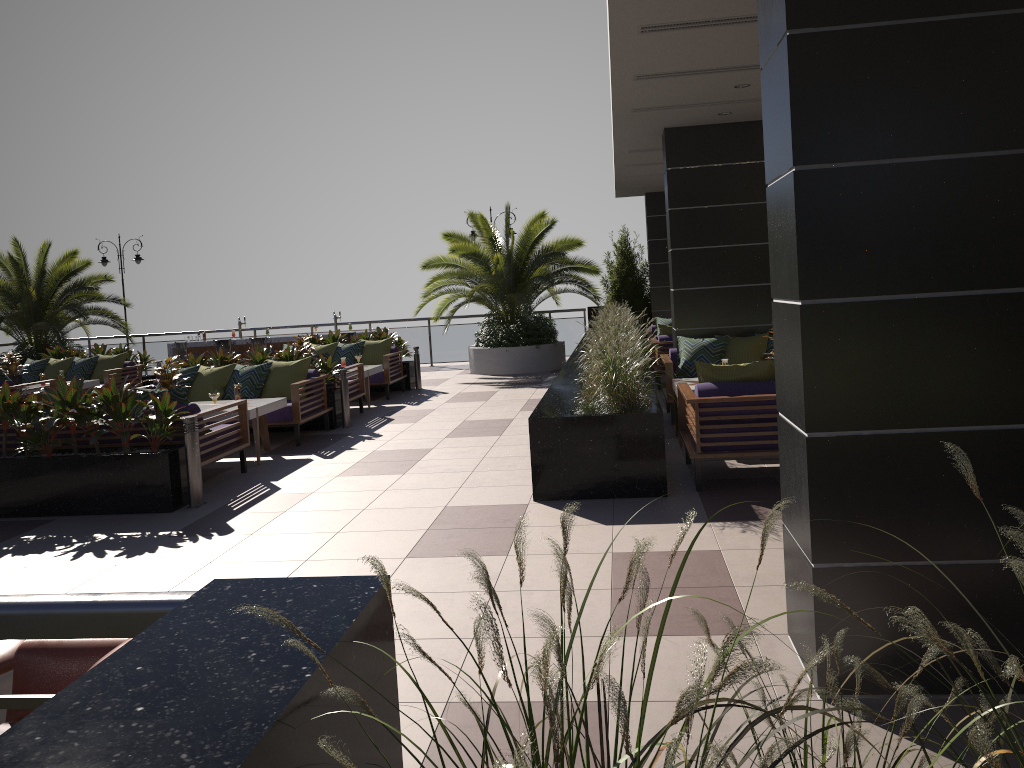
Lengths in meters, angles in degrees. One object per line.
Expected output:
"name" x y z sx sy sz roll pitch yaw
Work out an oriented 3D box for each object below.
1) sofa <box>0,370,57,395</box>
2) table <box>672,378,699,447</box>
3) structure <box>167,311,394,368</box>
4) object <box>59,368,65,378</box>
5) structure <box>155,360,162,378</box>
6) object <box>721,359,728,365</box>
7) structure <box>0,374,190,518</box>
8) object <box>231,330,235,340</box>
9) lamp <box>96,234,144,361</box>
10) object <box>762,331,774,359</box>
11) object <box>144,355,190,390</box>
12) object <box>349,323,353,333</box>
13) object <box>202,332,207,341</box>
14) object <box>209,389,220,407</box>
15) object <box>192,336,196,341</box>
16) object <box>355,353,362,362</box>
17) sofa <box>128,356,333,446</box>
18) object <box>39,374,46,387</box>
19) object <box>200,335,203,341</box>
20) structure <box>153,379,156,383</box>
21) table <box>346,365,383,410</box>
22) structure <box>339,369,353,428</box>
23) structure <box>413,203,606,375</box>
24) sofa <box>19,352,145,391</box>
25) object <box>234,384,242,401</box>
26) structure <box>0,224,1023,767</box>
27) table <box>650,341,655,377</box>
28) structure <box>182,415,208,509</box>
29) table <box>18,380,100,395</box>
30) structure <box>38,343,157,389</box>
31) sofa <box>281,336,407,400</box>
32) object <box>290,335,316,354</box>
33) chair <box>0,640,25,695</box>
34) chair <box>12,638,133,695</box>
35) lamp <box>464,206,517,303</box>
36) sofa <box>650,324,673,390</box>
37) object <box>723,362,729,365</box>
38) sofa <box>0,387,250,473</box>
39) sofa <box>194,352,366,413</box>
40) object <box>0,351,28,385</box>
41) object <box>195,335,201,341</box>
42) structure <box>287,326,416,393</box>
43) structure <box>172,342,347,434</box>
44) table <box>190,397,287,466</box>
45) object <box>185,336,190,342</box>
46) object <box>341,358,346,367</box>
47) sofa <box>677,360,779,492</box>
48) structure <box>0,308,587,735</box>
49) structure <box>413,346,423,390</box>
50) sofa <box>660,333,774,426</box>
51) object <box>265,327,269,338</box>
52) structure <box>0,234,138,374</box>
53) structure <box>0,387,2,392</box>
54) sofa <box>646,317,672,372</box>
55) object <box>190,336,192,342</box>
"sofa" -7.548 0.256 12.126 2.125 0.917 1.124 -3 5 7
"table" 2.554 0.229 8.174 2.036 0.552 0.945 -3 5 7
"structure" -4.602 -0.720 17.701 4.398 1.325 0.807 -3 4 7
"object" -6.870 -0.133 13.511 0.069 0.210 0.069 -4 3 -5
"structure" -6.006 -0.046 15.119 0.100 0.698 0.181 -3 3 7
"object" 2.066 -0.151 8.571 0.069 0.180 0.069 -4 3 -10
"structure" -3.656 0.524 7.025 2.249 1.169 0.740 -3 4 9
"object" -5.515 -0.972 17.535 0.069 0.180 0.069 -5 3 -21
"lamp" -8.622 -1.686 19.718 1.121 3.318 0.265 -3 3 7
"object" 2.521 -0.306 8.142 0.430 0.525 0.427 -2 4 19
"object" -3.444 -0.016 8.890 0.430 0.525 0.427 -2 4 24
"object" -3.143 -1.096 17.238 0.082 0.197 0.069 -1 4 44
"object" -6.113 -0.947 17.604 0.084 0.189 0.067 -2 3 32
"object" -2.875 0.148 8.563 0.105 0.196 0.106 -1 4 40
"object" -6.479 -0.881 18.067 0.105 0.208 0.105 -5 3 -18
"object" -2.255 -0.358 13.009 0.105 0.196 0.106 -1 4 40
"sofa" -3.260 0.206 10.080 2.125 0.917 1.124 -3 5 7
"object" -6.832 -0.058 12.885 0.084 0.189 0.067 -1 4 37
"object" -6.354 -0.893 18.101 0.105 0.208 0.105 -5 3 -18
"structure" -4.372 0.286 11.000 0.100 0.698 0.181 -3 3 7
"table" -2.954 0.093 12.711 2.036 0.552 0.945 -3 5 7
"structure" -2.021 0.171 10.710 0.100 0.698 0.181 -3 3 7
"structure" -0.065 -1.916 17.038 3.813 3.293 3.753 -7 6 -40
"sofa" -7.259 -0.003 14.417 2.125 0.917 1.124 -3 5 7
"object" -2.817 0.091 9.103 0.084 0.189 0.067 -1 4 37
"structure" 4.029 -0.993 6.659 7.812 3.112 24.834 -3 6 7
"table" 3.275 -0.445 14.163 2.036 0.552 0.945 -3 5 7
"structure" -2.480 0.601 6.895 0.100 0.698 0.181 -3 3 7
"table" -7.382 0.309 13.257 2.036 0.552 0.945 -3 5 7
"structure" -7.213 -0.117 15.203 2.249 1.169 0.740 -3 4 9
"sofa" -2.828 -0.220 13.871 2.125 0.917 1.124 -3 5 7
"object" -2.987 -0.440 12.649 0.424 0.525 0.432 -2 4 19
"chair" -1.809 1.085 2.935 0.578 0.479 0.581 -3 5 10
"chair" -0.985 0.960 2.044 0.713 0.814 0.718 -3 4 7
"lamp" -0.355 -2.090 18.699 1.121 3.318 0.265 -3 3 7
"sofa" 3.114 -0.480 12.856 2.125 0.917 1.124 -3 5 7
"object" 1.936 -0.093 7.957 0.069 0.210 0.069 -4 3 -10
"sofa" -3.549 0.465 7.789 2.125 0.917 1.124 -3 5 7
"sofa" -3.109 0.039 11.578 2.125 0.917 1.124 -3 5 7
"object" -7.464 -0.220 13.191 0.430 0.525 0.426 -1 5 34
"object" -6.379 -0.880 17.995 0.105 0.208 0.105 -5 3 -18
"structure" -2.733 -0.339 14.685 2.249 1.169 0.740 -3 4 9
"structure" -3.193 0.094 10.838 2.418 1.170 0.703 -3 4 9
"table" -3.408 0.518 8.939 2.036 0.552 0.945 -3 5 7
"object" -6.606 -0.868 18.020 0.105 0.208 0.105 -5 3 -18
"object" -2.350 -0.275 12.354 0.069 0.180 0.069 -4 3 -5
"sofa" 2.376 0.210 6.726 2.125 0.917 1.124 -3 5 7
"structure" -5.575 0.197 10.840 12.910 1.055 17.578 -3 6 7
"structure" -1.556 -0.264 14.571 0.100 0.698 0.181 -3 3 7
"sofa" 2.728 -0.119 9.649 2.125 0.917 1.124 -3 5 7
"object" -4.820 -1.021 17.448 0.069 0.210 0.069 -4 3 -10
"structure" -9.769 -1.435 18.175 3.808 3.293 3.758 -6 5 -25
"structure" -6.471 0.388 11.259 0.100 0.698 0.181 -3 3 7
"sofa" 3.421 -0.767 15.402 2.125 0.917 1.124 -3 5 7
"object" -6.599 -0.881 18.135 0.105 0.208 0.105 -5 3 -18
